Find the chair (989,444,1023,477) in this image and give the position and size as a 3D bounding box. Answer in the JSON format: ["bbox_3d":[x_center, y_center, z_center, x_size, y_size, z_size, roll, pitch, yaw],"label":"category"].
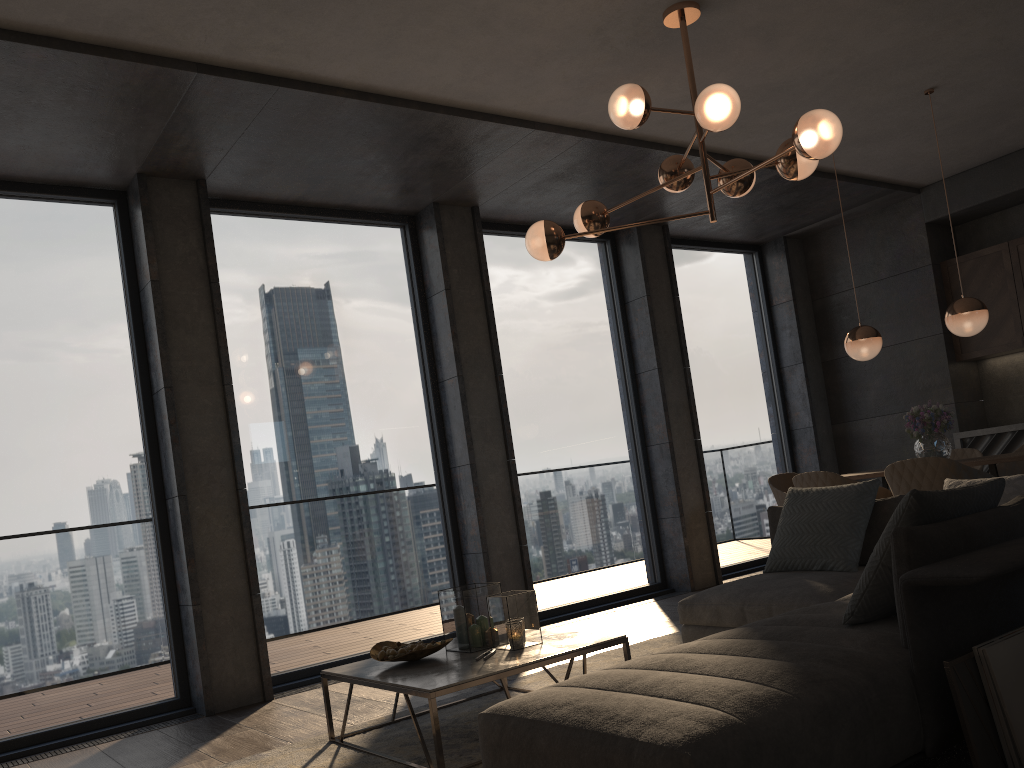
[{"bbox_3d":[3.397,0.761,5.615,0.508,0.832,0.560,-5,-5,-37],"label":"chair"}]

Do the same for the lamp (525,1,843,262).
[{"bbox_3d":[0.827,-1.199,4.200,1.474,1.033,1.014,-12,-6,30],"label":"lamp"}]

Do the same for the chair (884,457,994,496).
[{"bbox_3d":[2.457,0.814,4.996,0.508,0.832,0.560,-5,-5,-42],"label":"chair"}]

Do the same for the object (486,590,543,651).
[{"bbox_3d":[0.009,0.977,3.659,0.149,0.219,0.150,-5,-5,-36],"label":"object"}]

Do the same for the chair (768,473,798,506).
[{"bbox_3d":[2.191,1.031,6.338,0.553,0.832,0.515,-6,-4,-32],"label":"chair"}]

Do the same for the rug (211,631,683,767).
[{"bbox_3d":[0.350,1.362,3.700,3.131,0.020,1.748,-3,-9,-36],"label":"rug"}]

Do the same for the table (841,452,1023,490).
[{"bbox_3d":[2.725,0.889,5.595,0.766,0.765,1.482,-5,-7,-36],"label":"table"}]

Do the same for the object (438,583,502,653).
[{"bbox_3d":[-0.167,0.999,3.788,0.196,0.260,0.201,-5,-5,-36],"label":"object"}]

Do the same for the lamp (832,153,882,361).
[{"bbox_3d":[2.274,-0.916,5.976,0.238,1.537,0.241,-7,-3,-31],"label":"lamp"}]

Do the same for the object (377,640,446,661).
[{"bbox_3d":[-0.419,1.111,3.666,0.280,0.071,0.323,-15,-10,42],"label":"object"}]

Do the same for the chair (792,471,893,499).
[{"bbox_3d":[2.101,0.931,5.488,0.508,0.832,0.560,-6,-4,-27],"label":"chair"}]

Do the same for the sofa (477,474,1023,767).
[{"bbox_3d":[1.109,0.808,3.297,2.900,0.780,2.046,-3,-9,-37],"label":"sofa"}]

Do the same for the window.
[{"bbox_3d":[-0.334,0.292,6.282,7.237,2.986,0.201,-3,-5,-36],"label":"window"}]

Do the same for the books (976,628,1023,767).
[{"bbox_3d":[1.493,0.850,2.454,0.565,0.353,0.068,-4,-5,-36],"label":"books"}]

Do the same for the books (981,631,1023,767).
[{"bbox_3d":[1.503,0.847,2.438,0.565,0.351,0.080,-4,-5,-36],"label":"books"}]

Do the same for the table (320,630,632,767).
[{"bbox_3d":[-0.154,1.267,3.650,0.927,0.307,0.940,-3,-9,-36],"label":"table"}]

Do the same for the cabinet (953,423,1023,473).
[{"bbox_3d":[4.963,0.546,6.148,0.598,0.944,3.430,-5,-7,-36],"label":"cabinet"}]

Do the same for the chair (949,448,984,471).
[{"bbox_3d":[3.039,0.884,6.153,0.508,0.832,0.560,-5,-5,-42],"label":"chair"}]

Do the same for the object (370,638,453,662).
[{"bbox_3d":[-0.414,1.109,3.672,0.350,0.083,0.346,-12,-8,31],"label":"object"}]

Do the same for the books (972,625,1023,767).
[{"bbox_3d":[1.486,0.852,2.468,0.565,0.354,0.063,-4,-5,-36],"label":"books"}]

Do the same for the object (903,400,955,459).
[{"bbox_3d":[2.672,0.305,5.627,0.300,0.407,0.328,-10,-5,24],"label":"object"}]

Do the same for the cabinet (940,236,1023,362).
[{"bbox_3d":[4.843,-0.944,6.278,0.368,0.860,3.430,-6,-7,-36],"label":"cabinet"}]

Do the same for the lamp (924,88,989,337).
[{"bbox_3d":[2.679,-1.049,5.411,0.240,1.537,0.238,-10,-3,29],"label":"lamp"}]

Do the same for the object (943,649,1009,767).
[{"bbox_3d":[1.463,0.853,2.370,0.665,0.350,0.218,-3,-6,-36],"label":"object"}]

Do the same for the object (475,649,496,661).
[{"bbox_3d":[-0.099,1.080,3.526,0.046,0.012,0.181,-10,-8,14],"label":"object"}]
